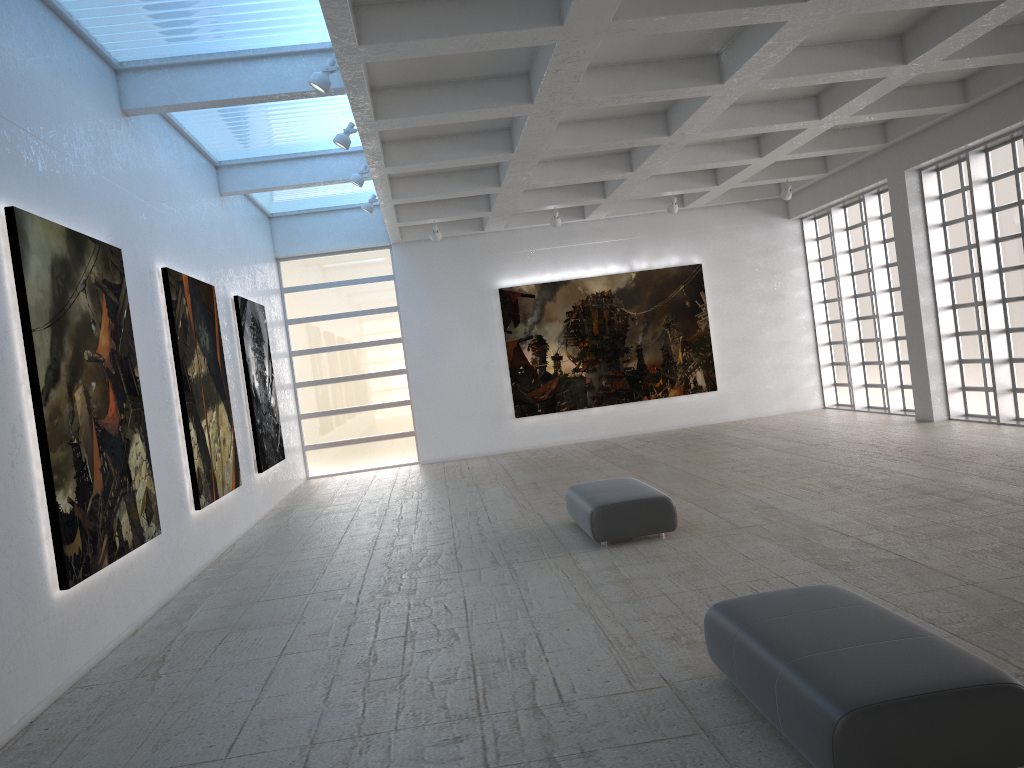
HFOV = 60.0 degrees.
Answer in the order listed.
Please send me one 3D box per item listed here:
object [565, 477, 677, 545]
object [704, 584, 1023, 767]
[{"bbox_3d":[2.052,2.431,17.353,1.616,0.828,3.044,-8,1,-5],"label":"object"},{"bbox_3d":[2.930,2.561,7.874,1.616,0.828,3.044,-8,1,-5],"label":"object"}]
